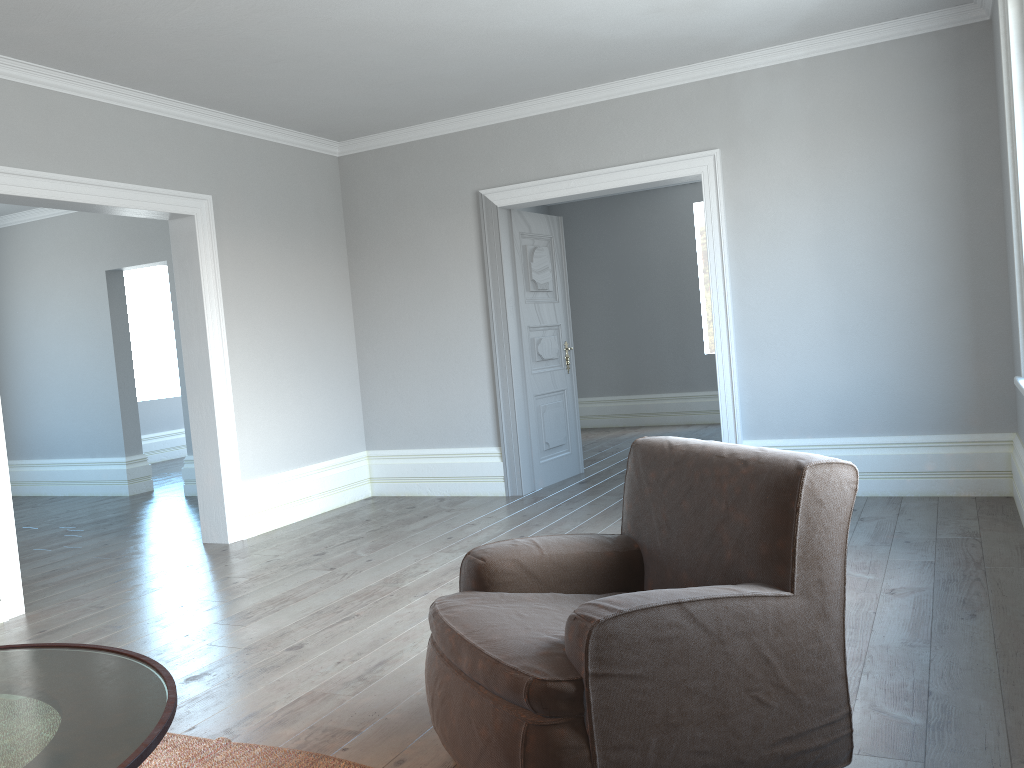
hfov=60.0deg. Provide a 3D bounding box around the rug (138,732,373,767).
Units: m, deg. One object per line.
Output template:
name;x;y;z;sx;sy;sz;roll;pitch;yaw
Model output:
rug;-1.279;1.130;1.547;2.818;0.090;2.401;-4;3;27

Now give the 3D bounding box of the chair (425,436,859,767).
chair;0.269;0.599;2.304;0.970;0.795;0.807;-6;3;-22

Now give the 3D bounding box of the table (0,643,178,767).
table;-1.254;0.932;1.557;1.299;0.503;1.300;-4;3;19
